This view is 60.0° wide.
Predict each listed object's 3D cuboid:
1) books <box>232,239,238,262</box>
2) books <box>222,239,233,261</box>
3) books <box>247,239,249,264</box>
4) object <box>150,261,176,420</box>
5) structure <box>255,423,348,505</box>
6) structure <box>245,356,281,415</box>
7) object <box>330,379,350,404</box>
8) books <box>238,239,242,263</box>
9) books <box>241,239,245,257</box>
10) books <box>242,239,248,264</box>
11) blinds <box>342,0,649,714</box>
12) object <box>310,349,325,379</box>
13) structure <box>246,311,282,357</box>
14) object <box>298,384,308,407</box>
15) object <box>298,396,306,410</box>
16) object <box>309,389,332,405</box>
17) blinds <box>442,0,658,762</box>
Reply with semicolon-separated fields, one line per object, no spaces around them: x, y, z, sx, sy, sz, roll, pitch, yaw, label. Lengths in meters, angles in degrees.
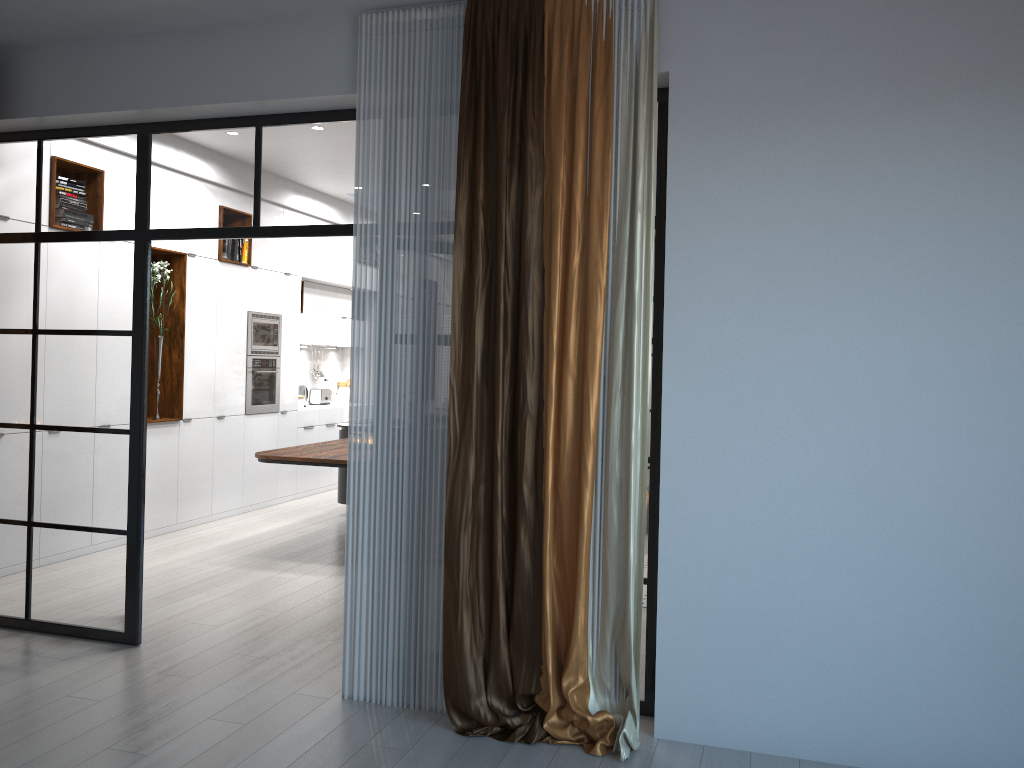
-2.706;-1.313;8.380;0.268;0.321;0.047;1;0;17;books
-2.736;-1.289;8.308;0.236;0.278;0.106;1;0;17;books
-2.642;-1.285;8.573;0.212;0.264;0.024;1;0;17;books
-2.968;-0.373;7.424;0.268;1.342;0.268;1;0;43;object
-0.819;0.839;9.123;1.378;0.887;5.640;2;1;17;structure
-2.674;0.003;8.912;0.495;0.570;0.595;1;1;17;structure
-2.164;0.091;11.364;0.221;0.316;0.330;1;1;17;object
-2.676;-1.274;8.493;0.190;0.253;0.026;1;0;17;books
-2.678;-1.301;8.522;0.239;0.288;0.030;1;0;17;books
-2.636;-1.274;8.542;0.184;0.244;0.033;1;0;17;books
-0.101;-0.104;3.762;1.301;3.069;0.052;1;0;17;blinds
-2.386;-0.259;10.836;0.069;0.389;0.320;1;0;18;object
-2.680;-0.498;8.920;0.459;0.430;0.595;2;1;17;structure
-2.452;0.130;10.281;0.220;0.270;0.179;1;0;-31;object
-2.465;0.202;9.725;0.380;0.148;0.263;2;1;17;object
-2.333;0.157;10.841;0.177;0.195;0.260;1;1;17;object
0.143;-0.102;3.582;0.811;3.045;0.254;1;0;17;blinds
